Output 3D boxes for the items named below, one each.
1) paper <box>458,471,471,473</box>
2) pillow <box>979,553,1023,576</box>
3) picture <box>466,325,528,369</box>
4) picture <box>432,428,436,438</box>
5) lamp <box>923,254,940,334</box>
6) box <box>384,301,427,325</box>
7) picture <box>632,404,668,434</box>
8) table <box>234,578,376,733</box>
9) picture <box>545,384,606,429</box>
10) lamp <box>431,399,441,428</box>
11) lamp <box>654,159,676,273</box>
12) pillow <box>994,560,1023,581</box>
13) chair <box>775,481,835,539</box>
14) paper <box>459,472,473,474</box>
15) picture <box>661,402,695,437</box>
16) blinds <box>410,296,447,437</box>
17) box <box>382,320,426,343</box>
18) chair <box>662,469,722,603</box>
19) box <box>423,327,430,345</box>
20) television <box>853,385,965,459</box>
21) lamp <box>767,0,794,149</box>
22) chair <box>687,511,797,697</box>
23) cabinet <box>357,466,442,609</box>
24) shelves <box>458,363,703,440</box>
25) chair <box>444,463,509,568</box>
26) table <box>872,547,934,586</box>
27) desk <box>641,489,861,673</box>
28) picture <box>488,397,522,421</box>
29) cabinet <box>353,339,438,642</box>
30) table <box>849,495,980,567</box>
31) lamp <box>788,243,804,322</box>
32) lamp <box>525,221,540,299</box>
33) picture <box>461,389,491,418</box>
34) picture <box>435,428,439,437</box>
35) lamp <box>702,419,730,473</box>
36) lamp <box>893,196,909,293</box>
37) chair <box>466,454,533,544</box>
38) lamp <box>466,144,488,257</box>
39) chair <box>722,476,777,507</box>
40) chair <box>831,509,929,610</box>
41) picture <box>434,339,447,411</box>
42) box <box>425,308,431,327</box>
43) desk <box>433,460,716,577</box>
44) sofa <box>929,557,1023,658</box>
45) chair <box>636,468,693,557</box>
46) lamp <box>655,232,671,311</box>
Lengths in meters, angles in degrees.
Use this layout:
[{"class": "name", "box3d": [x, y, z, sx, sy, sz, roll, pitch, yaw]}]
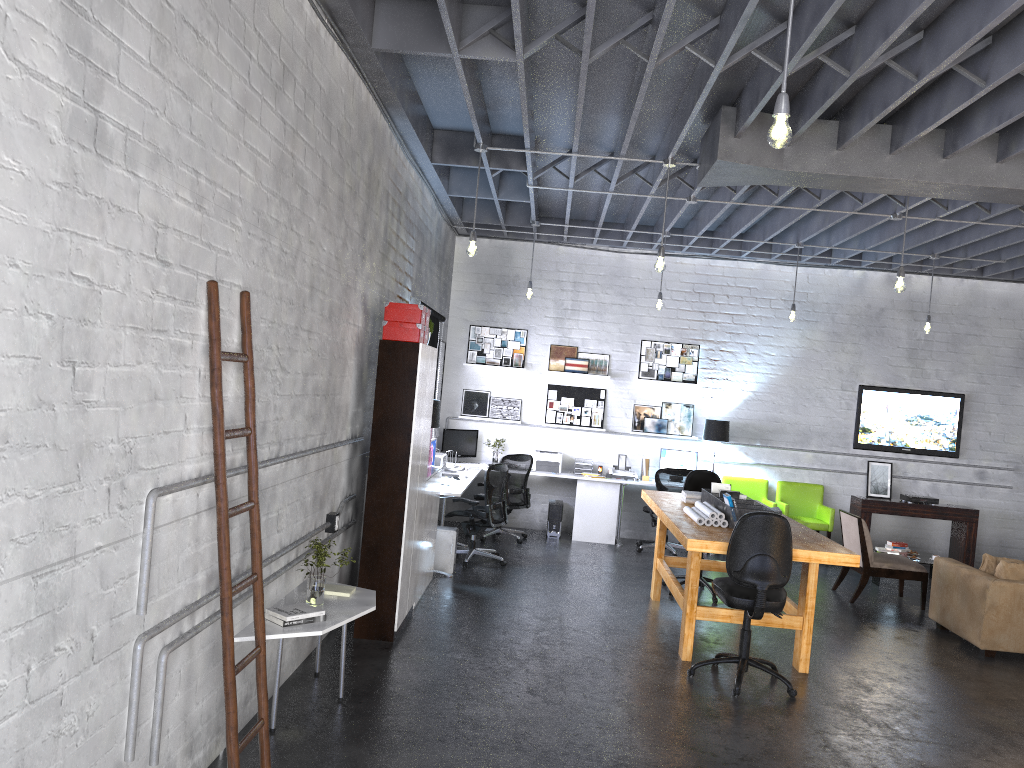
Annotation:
[{"class": "paper", "box3d": [-0.539, 1.001, 10.083, 0.159, 0.001, 0.115, 5, 0, -15]}, {"class": "pillow", "box3d": [4.149, 1.639, 7.477, 0.523, 0.403, 0.319, 5, 1, 22]}, {"class": "picture", "box3d": [-0.192, -0.477, 11.354, 0.749, 0.503, 0.058, 5, 1, 2]}, {"class": "picture", "box3d": [-0.949, 0.543, 10.764, 0.036, 0.221, 0.289, 5, 0, 2]}, {"class": "lamp", "box3d": [4.644, -0.993, 9.831, 0.104, 0.878, 0.104, 4, 1, -44]}, {"class": "box", "box3d": [-0.737, -0.484, 6.127, 0.270, 0.131, 0.206, 5, 0, 2]}, {"class": "picture", "box3d": [1.761, 0.449, 11.281, 0.452, 0.345, 0.054, 5, 1, 2]}, {"class": "table", "box3d": [-1.041, 1.471, 4.775, 0.517, 0.532, 1.336, 5, 0, 2]}, {"class": "picture", "box3d": [0.811, 0.284, 11.322, 0.749, 0.503, 0.058, 5, 1, 2]}, {"class": "lamp", "box3d": [-0.854, 0.553, 8.303, 0.334, 0.832, 0.333, 5, 1, -36]}, {"class": "lamp", "box3d": [1.193, -1.309, 6.938, 0.104, 0.878, 0.104, 5, 1, 2]}, {"class": "pillow", "box3d": [4.278, 1.651, 7.260, 0.704, 0.402, 0.291, 5, 1, 2]}, {"class": "chair", "box3d": [3.602, 1.704, 10.993, 0.611, 0.920, 0.516, 5, 1, 2]}, {"class": "paper", "box3d": [-0.517, 1.003, 9.958, 0.159, 0.001, 0.115, 5, 0, -9]}, {"class": "picture", "box3d": [2.099, 0.448, 11.276, 0.410, 0.408, 0.047, 5, 1, 2]}, {"class": "blinds", "box3d": [-0.927, 0.002, 9.332, 0.100, 1.632, 2.119, 5, 0, 2]}, {"class": "box", "box3d": [-0.749, -0.355, 6.129, 0.270, 0.131, 0.206, 5, 0, 2]}, {"class": "chair", "box3d": [1.838, 1.418, 8.424, 0.659, 1.165, 0.687, 5, 1, 1]}, {"class": "box", "box3d": [-0.740, -0.354, 6.337, 0.270, 0.131, 0.206, 5, 0, 2]}, {"class": "television", "box3d": [4.987, 0.473, 11.144, 1.324, 0.816, 0.021, 5, 1, 2]}, {"class": "lamp", "box3d": [1.045, -1.328, 3.344, 0.104, 0.878, 0.104, 5, 1, 20]}, {"class": "chair", "box3d": [1.543, 1.388, 5.868, 0.659, 1.165, 0.687, 5, 1, 1]}, {"class": "cabinet", "box3d": [-0.931, 1.239, 7.520, 0.465, 1.021, 1.151, 5, 0, 2]}, {"class": "shelves", "box3d": [0.861, 0.219, 11.248, 3.023, 0.694, 0.199, 5, 1, 2]}, {"class": "chair", "box3d": [-0.371, 1.286, 9.009, 0.752, 1.031, 0.732, 5, 1, 6]}, {"class": "table", "box3d": [4.458, 2.091, 10.024, 0.873, 0.300, 0.873, 5, 0, 6]}, {"class": "desk", "box3d": [1.714, 1.525, 7.168, 1.115, 0.926, 2.832, 5, 0, 2]}, {"class": "picture", "box3d": [-0.088, 0.317, 11.364, 0.410, 0.277, 0.036, 5, 1, 2]}, {"class": "cabinet", "box3d": [-0.830, 0.731, 6.472, 0.291, 2.047, 0.873, 5, 1, 2]}, {"class": "table", "box3d": [4.947, 1.876, 10.998, 1.410, 0.820, 0.403, 5, 1, 2]}, {"class": "lamp", "box3d": [3.163, -1.127, 9.890, 0.104, 0.878, 0.104, 5, 1, 2]}, {"class": "lamp", "box3d": [0.230, -1.392, 10.007, 0.104, 0.878, 0.104, 5, 1, 2]}, {"class": "picture", "box3d": [-0.467, 0.249, 11.382, 0.355, 0.343, 0.042, 5, 1, 2]}, {"class": "picture", "box3d": [-0.934, 0.545, 11.112, 0.036, 0.221, 0.289, 5, 0, 2]}, {"class": "lamp", "box3d": [2.525, 0.862, 11.057, 0.334, 0.832, 0.333, 5, 1, -36]}, {"class": "lamp", "box3d": [3.039, -1.143, 6.864, 0.104, 0.878, 0.104, 5, 1, 2]}, {"class": "chair", "box3d": [-0.137, 1.309, 10.458, 0.752, 1.031, 0.732, 5, 1, 26]}, {"class": "lamp", "box3d": [-0.282, -1.442, 6.997, 0.104, 0.878, 0.104, 5, 1, 2]}, {"class": "chair", "box3d": [2.910, 1.641, 11.021, 0.611, 0.920, 0.516, 5, 1, 2]}, {"class": "chair", "box3d": [3.704, 1.749, 8.910, 0.725, 0.842, 0.575, 5, 1, 2]}, {"class": "picture", "box3d": [-0.895, -0.068, 10.922, 0.020, 0.935, 0.658, 5, 1, 2]}, {"class": "box", "box3d": [-0.729, -0.484, 6.335, 0.268, 0.133, 0.206, 5, 0, 2]}, {"class": "desk", "box3d": [0.698, 1.507, 9.720, 3.574, 0.785, 3.298, 5, 0, 2]}, {"class": "sofa", "box3d": [4.911, 1.964, 7.481, 2.330, 0.629, 1.104, 5, 0, 2]}, {"class": "chair", "box3d": [1.827, 1.487, 10.533, 0.732, 1.031, 0.752, 5, 1, -29]}, {"class": "lamp", "box3d": [1.687, -1.260, 9.949, 0.104, 0.878, 0.104, 5, 1, 2]}]
